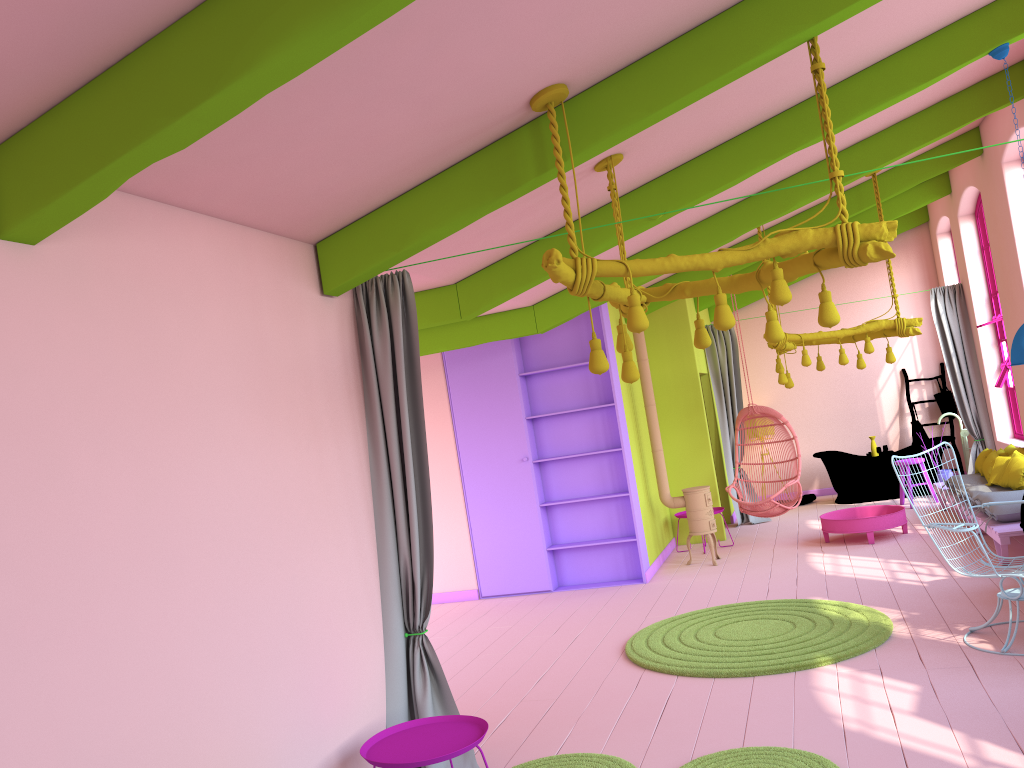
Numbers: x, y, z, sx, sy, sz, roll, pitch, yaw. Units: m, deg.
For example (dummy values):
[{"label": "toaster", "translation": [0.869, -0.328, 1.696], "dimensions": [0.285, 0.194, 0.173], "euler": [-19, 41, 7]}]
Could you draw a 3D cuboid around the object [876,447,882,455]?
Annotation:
[{"label": "object", "translation": [5.136, 0.966, 12.397], "dimensions": [0.069, 0.170, 0.069], "euler": [-11, -3, 37]}]

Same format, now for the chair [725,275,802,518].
[{"label": "chair", "translation": [2.765, 0.015, 10.408], "dimensions": [0.861, 3.128, 0.806], "euler": [-11, -3, 38]}]

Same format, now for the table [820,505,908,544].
[{"label": "table", "translation": [3.851, 1.544, 9.706], "dimensions": [0.886, 0.285, 0.885], "euler": [-11, -4, 44]}]

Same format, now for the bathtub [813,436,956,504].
[{"label": "bathtub", "translation": [5.299, 1.224, 12.552], "dimensions": [1.890, 0.739, 0.826], "euler": [-10, -3, 18]}]

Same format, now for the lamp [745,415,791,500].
[{"label": "lamp", "translation": [3.873, 1.115, 13.675], "dimensions": [0.476, 1.466, 0.492], "euler": [-7, -3, -42]}]

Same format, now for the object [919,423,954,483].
[{"label": "object", "translation": [5.610, 1.004, 11.644], "dimensions": [0.277, 0.987, 0.452], "euler": [-8, -2, -28]}]

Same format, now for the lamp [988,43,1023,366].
[{"label": "lamp", "translation": [3.239, -1.144, 5.547], "dimensions": [0.528, 2.001, 0.529], "euler": [-7, -3, -40]}]

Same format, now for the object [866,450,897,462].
[{"label": "object", "translation": [5.236, 1.020, 12.570], "dimensions": [0.360, 0.068, 1.323], "euler": [-10, -3, 18]}]

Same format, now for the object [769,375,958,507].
[{"label": "object", "translation": [4.019, 0.870, 9.828], "dimensions": [2.828, 1.579, 7.864], "euler": [-10, -3, 19]}]

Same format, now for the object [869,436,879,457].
[{"label": "object", "translation": [5.132, 0.902, 12.570], "dimensions": [0.097, 0.320, 0.097], "euler": [-10, -2, 29]}]

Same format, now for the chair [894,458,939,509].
[{"label": "chair", "translation": [5.160, 1.268, 11.435], "dimensions": [0.472, 0.593, 0.447], "euler": [-8, -2, -13]}]

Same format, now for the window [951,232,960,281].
[{"label": "window", "translation": [6.298, -0.830, 12.039], "dimensions": [0.072, 3.046, 1.275], "euler": [-10, -2, 18]}]

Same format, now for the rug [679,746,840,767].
[{"label": "rug", "translation": [1.111, 1.837, 4.084], "dimensions": [0.792, 0.021, 0.793], "euler": [-9, -3, 0]}]

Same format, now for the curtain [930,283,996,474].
[{"label": "curtain", "translation": [5.789, 0.091, 11.267], "dimensions": [0.519, 2.784, 0.525], "euler": [-11, -3, 37]}]

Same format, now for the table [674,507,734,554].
[{"label": "table", "translation": [2.273, 1.746, 10.594], "dimensions": [0.595, 0.458, 0.596], "euler": [-7, -3, -35]}]

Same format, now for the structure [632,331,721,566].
[{"label": "structure", "translation": [1.853, 0.585, 9.831], "dimensions": [0.577, 2.813, 0.403], "euler": [-10, -3, 35]}]

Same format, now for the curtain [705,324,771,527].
[{"label": "curtain", "translation": [3.026, 0.513, 12.183], "dimensions": [0.518, 2.784, 0.525], "euler": [-9, -2, -1]}]

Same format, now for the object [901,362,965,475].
[{"label": "object", "translation": [6.192, 0.597, 13.022], "dimensions": [0.604, 1.764, 0.410], "euler": [-10, -2, 18]}]

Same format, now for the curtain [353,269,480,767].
[{"label": "curtain", "translation": [-0.610, 0.745, 4.855], "dimensions": [0.518, 2.784, 0.525], "euler": [-9, -2, -1]}]

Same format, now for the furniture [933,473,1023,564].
[{"label": "furniture", "translation": [4.958, 1.226, 9.039], "dimensions": [0.908, 0.507, 3.775], "euler": [-10, -3, 18]}]

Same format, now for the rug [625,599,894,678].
[{"label": "rug", "translation": [1.784, 1.839, 6.539], "dimensions": [1.889, 0.050, 1.889], "euler": [-9, -3, 5]}]

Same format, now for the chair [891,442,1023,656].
[{"label": "chair", "translation": [3.097, 0.989, 5.618], "dimensions": [1.078, 1.238, 0.926], "euler": [-7, -3, -37]}]

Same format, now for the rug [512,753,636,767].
[{"label": "rug", "translation": [0.234, 1.989, 4.372], "dimensions": [0.792, 0.021, 0.793], "euler": [-6, -4, -45]}]

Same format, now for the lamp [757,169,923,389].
[{"label": "lamp", "translation": [3.281, -1.122, 9.814], "dimensions": [1.610, 2.263, 1.776], "euler": [-9, -2, 0]}]

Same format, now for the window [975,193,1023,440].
[{"label": "window", "translation": [5.709, -0.815, 10.224], "dimensions": [0.551, 3.008, 1.513], "euler": [-10, -2, 18]}]

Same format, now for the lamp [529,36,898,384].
[{"label": "lamp", "translation": [0.837, -1.179, 4.780], "dimensions": [1.610, 2.263, 1.776], "euler": [-9, -2, 0]}]

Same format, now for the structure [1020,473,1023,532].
[{"label": "structure", "translation": [4.325, 1.051, 6.845], "dimensions": [0.718, 0.844, 0.718], "euler": [-8, -2, -15]}]

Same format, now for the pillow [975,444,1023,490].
[{"label": "pillow", "translation": [5.084, 0.839, 9.078], "dimensions": [0.578, 0.399, 1.997], "euler": [-10, -3, 18]}]

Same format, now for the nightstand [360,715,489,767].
[{"label": "nightstand", "translation": [-0.367, 1.848, 4.075], "dimensions": [0.595, 0.458, 0.596], "euler": [-7, -3, -35]}]

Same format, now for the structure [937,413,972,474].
[{"label": "structure", "translation": [6.207, 0.910, 12.231], "dimensions": [0.254, 1.061, 0.452], "euler": [-8, -2, -29]}]

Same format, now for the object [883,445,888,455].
[{"label": "object", "translation": [5.280, 0.950, 12.521], "dimensions": [0.069, 0.170, 0.069], "euler": [-11, -3, 37]}]

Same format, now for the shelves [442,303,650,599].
[{"label": "shelves", "translation": [0.316, 0.680, 9.556], "dimensions": [1.842, 3.103, 0.384], "euler": [-10, -2, 18]}]
